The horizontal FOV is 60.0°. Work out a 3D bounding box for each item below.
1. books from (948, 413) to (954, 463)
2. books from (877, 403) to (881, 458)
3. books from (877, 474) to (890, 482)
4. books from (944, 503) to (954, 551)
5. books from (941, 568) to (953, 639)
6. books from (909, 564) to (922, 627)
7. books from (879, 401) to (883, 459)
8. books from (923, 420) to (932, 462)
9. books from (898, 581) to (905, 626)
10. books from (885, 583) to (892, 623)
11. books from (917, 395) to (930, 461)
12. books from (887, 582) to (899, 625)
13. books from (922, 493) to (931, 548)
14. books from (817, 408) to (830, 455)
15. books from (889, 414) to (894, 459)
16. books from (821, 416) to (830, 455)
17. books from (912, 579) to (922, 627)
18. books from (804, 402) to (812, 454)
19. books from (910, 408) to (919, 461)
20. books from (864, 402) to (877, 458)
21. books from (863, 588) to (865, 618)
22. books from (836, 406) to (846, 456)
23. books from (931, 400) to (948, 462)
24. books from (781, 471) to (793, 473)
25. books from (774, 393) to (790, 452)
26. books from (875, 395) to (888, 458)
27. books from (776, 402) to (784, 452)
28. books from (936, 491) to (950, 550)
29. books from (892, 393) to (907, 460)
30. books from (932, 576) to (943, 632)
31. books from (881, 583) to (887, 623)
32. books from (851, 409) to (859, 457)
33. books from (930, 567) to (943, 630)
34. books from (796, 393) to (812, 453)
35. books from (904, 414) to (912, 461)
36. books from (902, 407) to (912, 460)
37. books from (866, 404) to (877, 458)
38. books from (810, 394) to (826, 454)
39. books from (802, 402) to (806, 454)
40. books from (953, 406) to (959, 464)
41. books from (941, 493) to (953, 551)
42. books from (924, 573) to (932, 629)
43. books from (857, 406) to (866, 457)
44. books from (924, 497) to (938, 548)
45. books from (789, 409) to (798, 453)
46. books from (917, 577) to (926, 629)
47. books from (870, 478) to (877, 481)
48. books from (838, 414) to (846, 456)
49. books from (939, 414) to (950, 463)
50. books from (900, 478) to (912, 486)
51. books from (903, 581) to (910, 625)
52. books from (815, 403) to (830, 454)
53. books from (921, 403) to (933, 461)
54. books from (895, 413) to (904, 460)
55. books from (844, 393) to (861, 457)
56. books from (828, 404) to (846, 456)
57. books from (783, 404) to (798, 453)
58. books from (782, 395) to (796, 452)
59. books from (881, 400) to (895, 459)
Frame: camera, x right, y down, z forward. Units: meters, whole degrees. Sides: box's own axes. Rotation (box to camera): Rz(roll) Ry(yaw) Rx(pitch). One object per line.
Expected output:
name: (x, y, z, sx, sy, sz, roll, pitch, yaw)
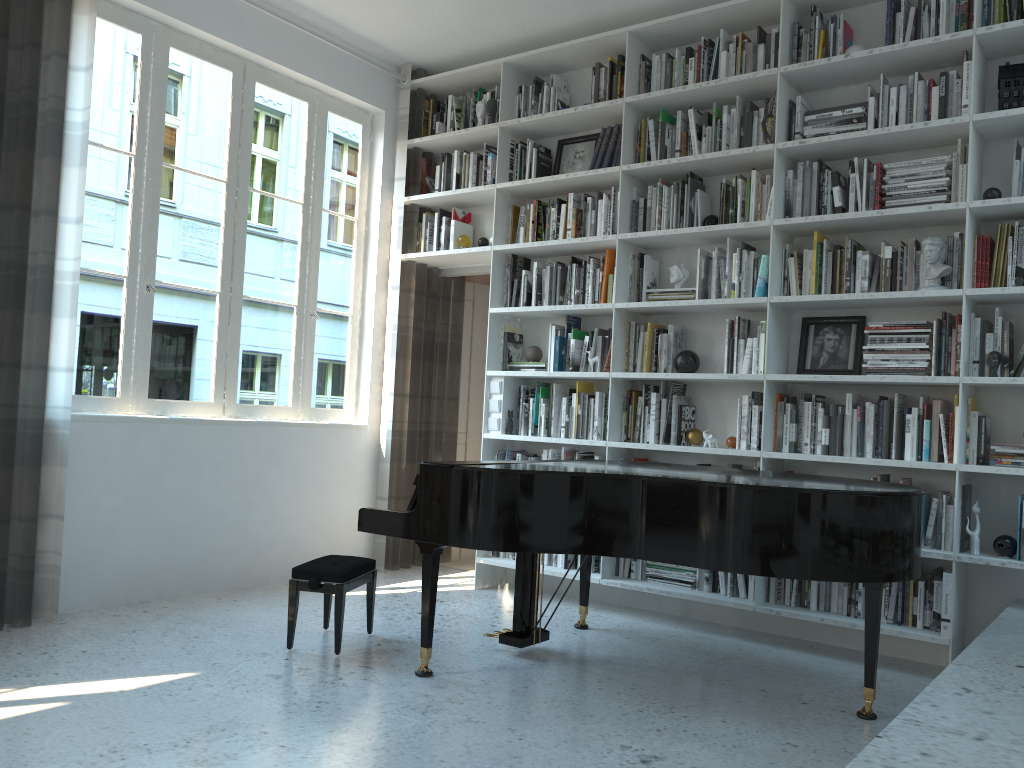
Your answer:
books: (1.935, 0.238, 3.881, 0.011, 0.216, 0.166, 2, -2, 36)
books: (1.709, 0.216, 4.073, 0.011, 0.251, 0.158, 2, -2, 36)
books: (1.666, 0.559, 3.986, 0.013, 0.303, 0.181, 2, -2, 36)
books: (1.900, 0.618, 3.831, 0.027, 0.196, 0.147, 2, -2, 36)
books: (1.889, 0.930, 3.798, 0.038, 0.269, 0.277, 2, -2, 36)
books: (1.793, 0.936, 3.942, 0.011, 0.258, 0.171, 2, -2, 36)
books: (1.711, 0.211, 4.058, 0.010, 0.261, 0.181, 2, -2, 36)
books: (1.856, 0.253, 3.935, 0.023, 0.183, 0.169, 2, -2, 36)
books: (1.757, 0.906, 3.959, 0.013, 0.317, 0.186, 2, -2, 36)
books: (1.715, 0.917, 3.997, 0.011, 0.292, 0.184, 2, -2, 36)
books: (1.842, 0.198, 3.970, 0.014, 0.293, 0.137, 2, -2, 36)
books: (1.730, 0.938, 3.972, 0.044, 0.251, 0.187, 2, -2, 36)
books: (1.809, 0.598, 3.896, 0.024, 0.232, 0.146, 2, -2, 36)
books: (1.489, 0.227, 4.209, 0.023, 0.217, 0.174, 2, -2, 36)
books: (1.749, 0.241, 4.038, 0.021, 0.202, 0.128, 2, -2, 36)
books: (1.506, 0.244, 4.189, 0.029, 0.183, 0.174, 2, -2, 36)
books: (1.812, 0.971, 3.938, 0.024, 0.191, 0.155, 2, -2, 36)
books: (1.446, 0.213, 4.250, 0.027, 0.245, 0.179, 2, -2, 36)
books: (1.819, 0.227, 3.971, 0.023, 0.234, 0.175, 2, -2, 36)
books: (1.668, 0.214, 4.115, 0.025, 0.254, 0.136, 2, -2, 36)
books: (1.647, 0.932, 4.068, 0.024, 0.262, 0.131, 2, -2, 36)
books: (1.558, 0.223, 4.174, 0.013, 0.230, 0.139, 2, -2, 36)
books: (1.893, 0.210, 3.926, 0.026, 0.272, 0.175, 2, -2, 36)
books: (1.314, 0.560, 4.251, 0.012, 0.284, 0.137, 2, -2, 36)
books: (1.326, 0.191, 4.358, 0.012, 0.285, 0.159, 2, -2, 36)
books: (1.703, 0.199, 4.086, 0.014, 0.286, 0.134, 2, -2, 36)
books: (1.340, 0.212, 4.343, 0.029, 0.244, 0.154, 2, -2, 36)
books: (1.876, 0.591, 3.857, 0.022, 0.249, 0.130, 2, -2, 36)
books: (1.759, 0.194, 4.021, 0.012, 0.296, 0.178, 2, -2, 36)
books: (1.876, 0.958, 3.875, 0.029, 0.217, 0.191, 2, -2, 36)
books: (1.696, 0.958, 4.007, 0.029, 0.210, 0.170, 2, -2, 36)
books: (1.618, 0.230, 4.141, 0.025, 0.220, 0.140, 2, -2, 36)
books: (1.864, 0.939, 3.893, 0.012, 0.256, 0.176, 2, -2, 36)
books: (1.420, 0.191, 4.299, 0.027, 0.290, 0.140, 2, -2, 36)
books: (1.799, 0.241, 3.984, 0.023, 0.204, 0.167, 2, -2, 36)
books: (1.792, 0.226, 4.005, 0.014, 0.235, 0.154, 2, -2, 36)
books: (1.672, 0.218, 4.078, 0.026, 0.245, 0.191, 2, -2, 36)
books: (1.461, 0.194, 4.236, 0.013, 0.282, 0.166, 2, -2, 36)
books: (1.436, 0.212, 4.279, 0.024, 0.247, 0.132, 2, -2, 36)
books: (1.959, 0.224, 3.857, 0.033, 0.246, 0.176, 2, -2, 36)
books: (1.884, 0.596, 3.841, 0.010, 0.238, 0.167, 2, -2, 36)
books: (1.852, 0.954, 3.912, 0.028, 0.227, 0.162, 2, -2, 36)
books: (1.636, 0.222, 4.119, 0.031, 0.237, 0.159, 2, -2, 36)
books: (1.851, 0.606, 3.888, 0.053, 0.220, 0.132, 2, -2, 36)
books: (1.388, 0.230, 4.300, 0.024, 0.208, 0.170, 2, -2, 36)
books: (1.824, 0.964, 3.917, 0.022, 0.205, 0.191, 2, -2, 36)
books: (1.643, 0.568, 4.020, 0.012, 0.285, 0.159, 2, -2, 36)
books: (1.564, 0.240, 4.153, 0.023, 0.196, 0.165, 2, -2, 36)
books: (1.913, 0.240, 3.896, 0.042, 0.212, 0.169, 2, -2, 36)
books: (1.743, 0.565, 3.934, 0.015, 0.293, 0.169, 2, -2, 36)
books: (1.786, 0.947, 3.965, 0.028, 0.238, 0.140, 2, -2, 36)
books: (1.485, 0.215, 4.240, 0.021, 0.244, 0.141, 2, -2, 36)
books: (1.857, 0.218, 3.967, 0.014, 0.256, 0.145, 2, -2, 36)
books: (1.770, 0.239, 4.007, 0.024, 0.207, 0.183, 2, -2, 36)
books: (1.594, 0.193, 4.150, 0.026, 0.291, 0.152, 2, -2, 36)
books: (1.535, 0.218, 4.179, 0.029, 0.238, 0.166, 2, -2, 36)
books: (1.360, 0.216, 4.305, 0.027, 0.234, 0.167, 2, -2, 36)
books: (1.352, 0.196, 4.326, 0.011, 0.275, 0.146, 2, -2, 36)
books: (1.722, 0.209, 4.042, 0.028, 0.264, 0.161, 2, -2, 36)
